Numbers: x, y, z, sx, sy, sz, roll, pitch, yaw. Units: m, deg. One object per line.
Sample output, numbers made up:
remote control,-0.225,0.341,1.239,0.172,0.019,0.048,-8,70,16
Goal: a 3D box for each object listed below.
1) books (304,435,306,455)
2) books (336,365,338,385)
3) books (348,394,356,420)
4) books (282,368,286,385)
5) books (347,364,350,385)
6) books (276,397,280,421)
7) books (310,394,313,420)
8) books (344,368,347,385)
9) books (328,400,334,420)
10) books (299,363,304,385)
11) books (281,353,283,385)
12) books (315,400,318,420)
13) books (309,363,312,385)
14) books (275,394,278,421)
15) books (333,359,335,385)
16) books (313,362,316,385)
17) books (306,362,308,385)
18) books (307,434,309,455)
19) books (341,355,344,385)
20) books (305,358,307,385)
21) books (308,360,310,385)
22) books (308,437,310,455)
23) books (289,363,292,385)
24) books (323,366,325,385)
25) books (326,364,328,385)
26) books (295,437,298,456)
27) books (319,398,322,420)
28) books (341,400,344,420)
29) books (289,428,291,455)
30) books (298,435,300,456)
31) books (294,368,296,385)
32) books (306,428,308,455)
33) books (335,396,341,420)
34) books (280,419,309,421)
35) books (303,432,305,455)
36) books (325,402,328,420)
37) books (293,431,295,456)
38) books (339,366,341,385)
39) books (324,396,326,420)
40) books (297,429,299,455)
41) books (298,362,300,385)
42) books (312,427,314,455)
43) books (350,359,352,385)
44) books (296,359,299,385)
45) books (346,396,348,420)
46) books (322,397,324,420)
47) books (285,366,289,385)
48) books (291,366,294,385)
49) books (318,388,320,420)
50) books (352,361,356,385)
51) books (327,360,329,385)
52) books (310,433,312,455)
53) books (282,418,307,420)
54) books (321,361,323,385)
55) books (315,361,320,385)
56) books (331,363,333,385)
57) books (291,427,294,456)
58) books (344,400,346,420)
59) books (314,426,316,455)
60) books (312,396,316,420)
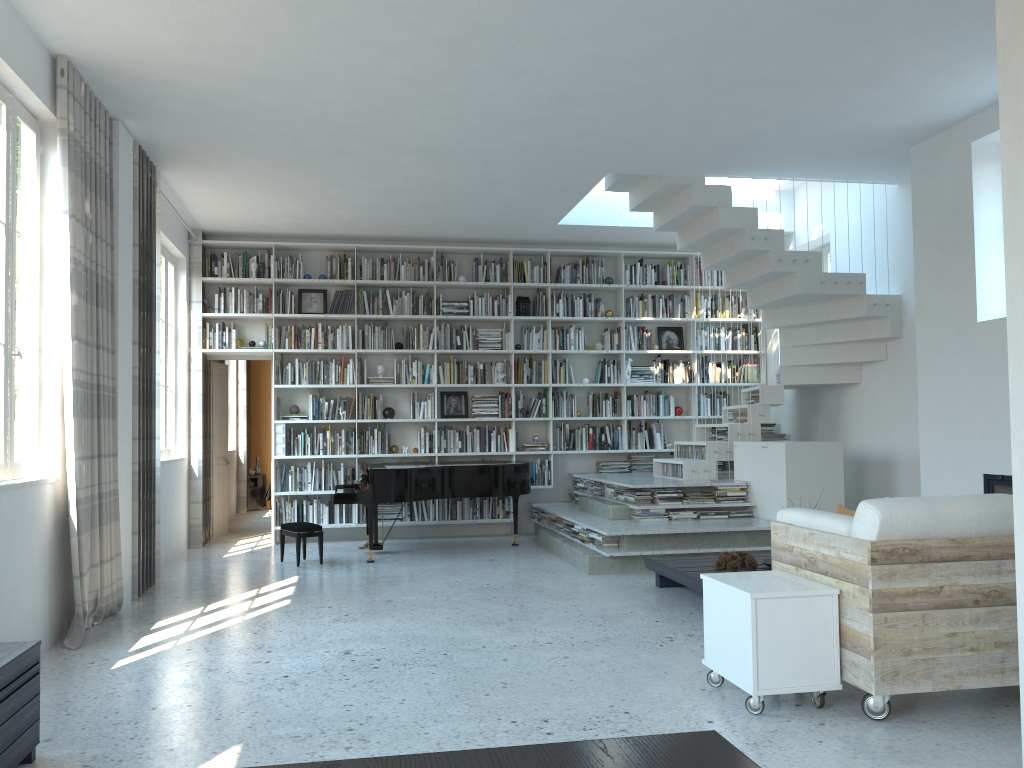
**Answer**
books,-2.187,0.648,9.378,0.016,0.211,0.146,0,-3,-11
books,-1.868,-0.091,9.466,0.021,0.220,0.148,0,-3,-11
books,-1.701,0.245,9.434,0.082,0.276,0.228,0,-3,-11
books,-2.395,-0.071,9.345,0.037,0.182,0.189,0,-3,-11
books,-1.750,-0.093,9.482,0.031,0.223,0.145,0,-3,-11
books,-2.457,0.266,9.331,0.028,0.243,0.156,0,-3,-11
books,-2.125,0.250,9.391,0.024,0.273,0.150,0,-2,-11
books,-1.780,-0.073,9.475,0.030,0.183,0.152,0,-3,-11
books,-1.926,0.279,9.440,0.056,0.214,0.143,0,-3,-11
books,-2.229,-0.100,9.406,0.049,0.242,0.139,0,-3,-11
books,-2.419,-0.147,9.337,0.012,0.333,0.184,0,-2,-11
books,-2.064,0.281,9.379,0.029,0.208,0.189,0,-3,-11
books,-2.131,-0.100,9.396,0.024,0.237,0.167,0,-3,-11
books,-2.479,0.246,9.338,0.012,0.285,0.159,0,-3,-11
books,-1.894,-0.119,9.444,0.015,0.275,0.157,0,-3,-11
books,-2.100,-0.102,9.410,0.023,0.242,0.184,0,-3,-11
books,-2.164,-0.105,9.389,0.021,0.247,0.189,0,-3,-11
books,-2.152,0.642,9.359,0.015,0.219,0.190,0,-3,-11
books,-1.812,-0.144,9.469,0.035,0.325,0.170,0,-2,-11
books,-2.181,-0.127,9.395,0.011,0.293,0.183,0,-3,-11
books,-2.151,-0.115,9.410,0.011,0.271,0.158,0,-3,-11
books,-2.135,0.657,9.357,0.016,0.189,0.183,0,-3,-11
books,-2.340,-0.098,9.358,0.022,0.235,0.177,0,-3,-11
books,-2.000,-0.083,9.439,0.021,0.205,0.130,0,-3,-11
books,-1.970,-0.095,9.442,0.013,0.227,0.151,0,-3,-11
books,-2.262,0.657,9.324,0.019,0.189,0.193,0,-3,-11
books,-2.031,0.271,9.425,0.030,0.231,0.148,0,-3,-11
books,-1.808,0.281,9.440,0.030,0.207,0.172,0,-3,-11
books,-2.341,0.611,9.348,0.008,0.285,0.159,0,-3,-11
books,-2.243,0.644,9.356,0.015,0.218,0.176,0,-3,-11
books,-2.298,-0.072,9.399,0.021,0.187,0.129,0,-3,-11
books,-2.162,0.608,9.352,0.007,0.286,0.182,0,-3,-11
books,-1.854,0.258,9.439,0.060,0.255,0.158,0,-3,-11
books,-2.295,0.381,9.359,0.285,0.012,0.159,0,-3,-8
books,-2.194,0.629,9.346,0.009,0.244,0.184,0,-3,-10
books,-1.962,0.290,9.399,0.029,0.190,0.189,0,-3,-11
books,-2.296,0.625,9.355,0.022,0.257,0.141,0,-2,-11
books,-1.835,-0.083,9.461,0.013,0.203,0.161,0,-3,-11
books,-1.984,0.260,9.409,0.011,0.250,0.172,0,-3,-11
books,-2.254,0.613,9.348,0.008,0.279,0.164,0,-3,-10
books,-2.254,-0.103,9.378,0.011,0.246,0.176,0,-3,-11
books,-2.094,0.601,9.367,0.019,0.300,0.180,0,-3,-11
books,-1.723,-0.124,9.493,0.027,0.286,0.148,0,-2,-11
books,-2.272,-0.120,9.383,0.023,0.281,0.174,0,-3,-11
books,-1.758,0.260,9.463,0.021,0.251,0.154,0,-3,-11
books,-2.004,0.262,9.424,0.022,0.248,0.129,0,-2,-11
books,-2.375,-0.084,9.367,0.042,0.208,0.143,0,-3,-11
books,-2.314,-0.083,9.352,0.028,0.203,0.188,0,-3,-11
books,-2.051,0.219,9.418,0.011,0.335,0.153,0,-2,-11
books,-1.691,-0.110,9.499,0.036,0.257,0.123,0,-2,-11
books,-1.957,-0.117,9.441,0.012,0.272,0.145,0,-2,-11
books,-2.126,0.638,9.394,0.016,0.230,0.136,0,-3,-11
books,-2.296,0.369,9.364,0.254,0.012,0.161,0,-3,-10
books,-2.021,-0.109,9.435,0.021,0.256,0.156,0,-3,-11
books,-2.068,-0.108,9.434,0.048,0.256,0.141,0,-2,-11
books,-1.920,-0.101,9.467,0.028,0.242,0.131,0,-2,-11
books,-2.313,0.606,9.345,0.014,0.294,0.171,0,-3,-11
books,-1.781,0.280,9.455,0.027,0.209,0.144,0,-3,-11
books,-2.081,0.599,9.381,0.012,0.306,0.189,0,-3,-11
books,-2.099,0.259,9.403,0.031,0.255,0.143,0,-3,-11
